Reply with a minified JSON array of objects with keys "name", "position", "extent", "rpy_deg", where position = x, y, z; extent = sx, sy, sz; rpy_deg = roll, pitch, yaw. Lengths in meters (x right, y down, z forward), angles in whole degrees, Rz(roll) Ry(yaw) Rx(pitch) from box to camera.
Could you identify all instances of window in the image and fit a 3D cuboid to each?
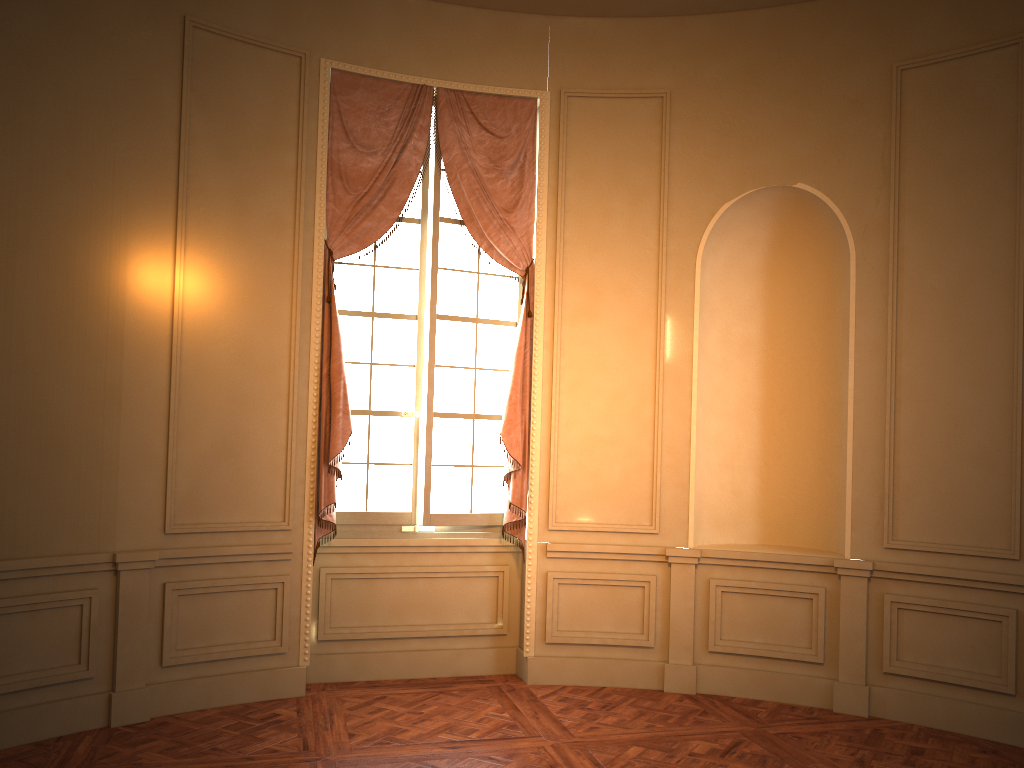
[{"name":"window","position":[-0.548,-0.434,5.654],"extent":[1.326,2.836,0.151],"rpy_deg":[2,-1,-16]}]

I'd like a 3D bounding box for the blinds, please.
[{"name":"blinds","position":[-0.486,-0.380,5.436],"extent":[1.350,2.976,0.282],"rpy_deg":[2,-2,-17]}]
